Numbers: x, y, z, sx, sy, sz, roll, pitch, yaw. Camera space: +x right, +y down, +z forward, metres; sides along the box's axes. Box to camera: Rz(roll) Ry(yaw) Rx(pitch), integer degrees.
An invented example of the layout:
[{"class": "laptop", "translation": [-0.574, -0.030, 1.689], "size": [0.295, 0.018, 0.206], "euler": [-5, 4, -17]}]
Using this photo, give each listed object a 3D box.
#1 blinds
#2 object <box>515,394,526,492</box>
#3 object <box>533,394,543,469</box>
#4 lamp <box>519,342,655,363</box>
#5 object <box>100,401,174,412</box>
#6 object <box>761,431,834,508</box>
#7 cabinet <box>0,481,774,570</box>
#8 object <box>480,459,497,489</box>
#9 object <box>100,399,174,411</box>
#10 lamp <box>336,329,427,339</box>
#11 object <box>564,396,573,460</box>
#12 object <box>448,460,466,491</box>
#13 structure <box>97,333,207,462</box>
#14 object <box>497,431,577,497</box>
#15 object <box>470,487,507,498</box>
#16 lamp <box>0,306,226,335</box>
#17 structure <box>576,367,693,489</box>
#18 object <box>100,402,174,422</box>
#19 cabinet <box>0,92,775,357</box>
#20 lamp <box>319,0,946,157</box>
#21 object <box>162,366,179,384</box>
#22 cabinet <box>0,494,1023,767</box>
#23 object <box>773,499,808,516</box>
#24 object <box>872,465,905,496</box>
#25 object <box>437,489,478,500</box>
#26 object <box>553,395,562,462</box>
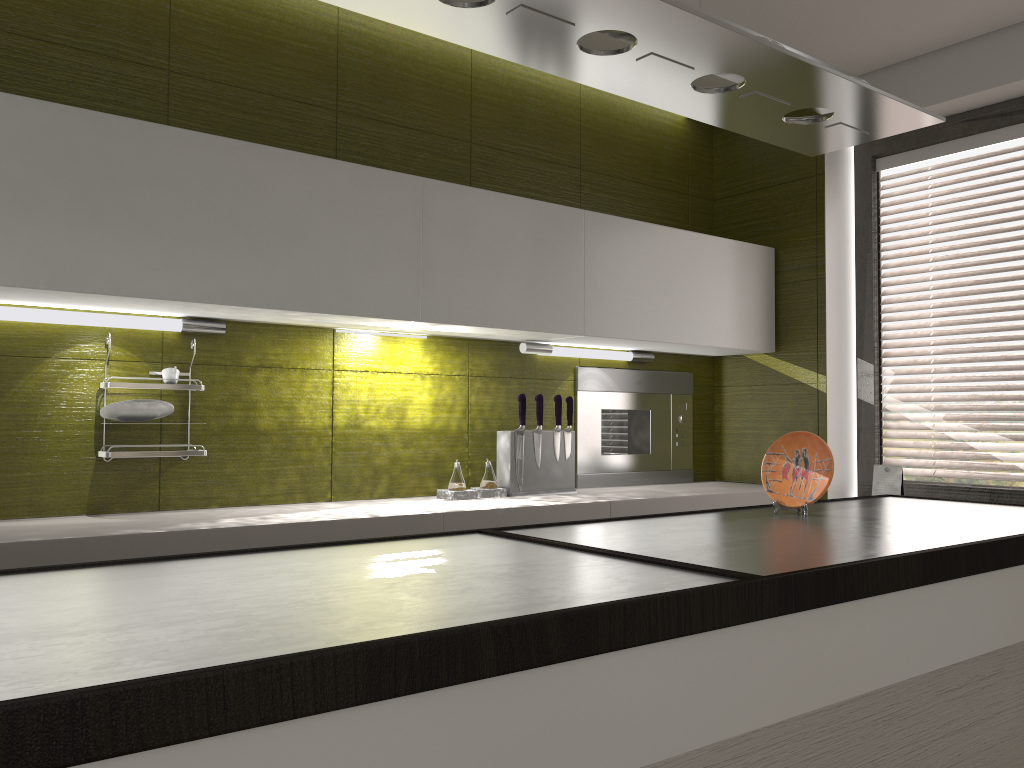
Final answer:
[{"class": "blinds", "translation": [2.369, -2.615, 7.299], "size": [16.000, 12.704, 9.030], "euler": [0, -2, 2]}, {"class": "object", "translation": [0.027, 0.202, 3.050], "size": [0.046, 0.339, 0.013], "euler": [2, -3, -37]}, {"class": "object", "translation": [0.090, 0.167, 3.100], "size": [0.042, 0.264, 0.013], "euler": [2, -3, -37]}, {"class": "lamp", "translation": [0.305, -0.119, 3.408], "size": [0.716, 0.041, 0.095], "euler": [2, -3, -38]}, {"class": "object", "translation": [-0.992, 0.071, 2.349], "size": [0.181, 0.052, 0.173], "euler": [2, -3, -38]}, {"class": "object", "translation": [0.664, 0.199, 2.067], "size": [0.055, 0.178, 0.184], "euler": [2, -3, -41]}, {"class": "cabinet", "translation": [-0.153, 0.916, 2.786], "size": [2.940, 1.086, 0.465], "euler": [2, -3, -38]}, {"class": "object", "translation": [-0.079, 0.315, 3.020], "size": [0.059, 0.121, 0.059], "euler": [0, -3, 19]}, {"class": "object", "translation": [-0.992, 0.068, 2.350], "size": [0.181, 0.052, 0.173], "euler": [2, -3, -38]}, {"class": "lamp", "translation": [-0.423, -0.163, 2.904], "size": [0.334, 0.008, 0.008], "euler": [2, -3, -38]}, {"class": "object", "translation": [0.201, 0.159, 3.185], "size": [0.040, 0.231, 0.013], "euler": [2, -3, -37]}, {"class": "object", "translation": [-0.181, 0.310, 2.927], "size": [0.059, 0.121, 0.059], "euler": [0, -2, 8]}, {"class": "structure", "translation": [-0.972, 0.038, 2.407], "size": [0.266, 0.346, 0.110], "euler": [2, -3, -38]}, {"class": "object", "translation": [0.087, 0.279, 3.144], "size": [0.293, 0.227, 0.107], "euler": [2, -3, -37]}, {"class": "object", "translation": [-0.079, 0.369, 3.018], "size": [0.107, 0.032, 0.107], "euler": [2, -3, -26]}, {"class": "lamp", "translation": [-1.119, -0.171, 2.350], "size": [0.715, 0.041, 0.041], "euler": [2, -3, -38]}, {"class": "structure", "translation": [0.513, 0.179, 3.600], "size": [0.663, 0.469, 0.015], "euler": [2, -3, -38]}, {"class": "object", "translation": [-0.991, 0.075, 2.348], "size": [0.181, 0.052, 0.173], "euler": [2, -3, -38]}, {"class": "cabinet", "translation": [-0.436, 0.410, 2.742], "size": [3.471, 2.089, 0.724], "euler": [2, -3, -38]}, {"class": "lamp", "translation": [0.164, -0.919, 1.524], "size": [1.677, 0.683, 0.326], "euler": [2, -3, -38]}, {"class": "object", "translation": [-0.943, -0.021, 2.445], "size": [0.046, 0.053, 0.051], "euler": [1, -2, -6]}, {"class": "cabinet", "translation": [0.133, 0.835, 1.419], "size": [2.947, 1.134, 0.663], "euler": [2, -3, -38]}, {"class": "object", "translation": [0.663, 0.236, 2.064], "size": [0.072, 0.131, 0.088], "euler": [3, -3, -43]}, {"class": "object", "translation": [1.390, 0.386, 3.278], "size": [0.057, 0.169, 0.106], "euler": [3, -3, -43]}, {"class": "object", "translation": [-0.182, 0.365, 2.924], "size": [0.107, 0.032, 0.107], "euler": [2, -3, -37]}, {"class": "object", "translation": [0.161, 0.159, 3.154], "size": [0.036, 0.243, 0.013], "euler": [2, -3, -37]}]
